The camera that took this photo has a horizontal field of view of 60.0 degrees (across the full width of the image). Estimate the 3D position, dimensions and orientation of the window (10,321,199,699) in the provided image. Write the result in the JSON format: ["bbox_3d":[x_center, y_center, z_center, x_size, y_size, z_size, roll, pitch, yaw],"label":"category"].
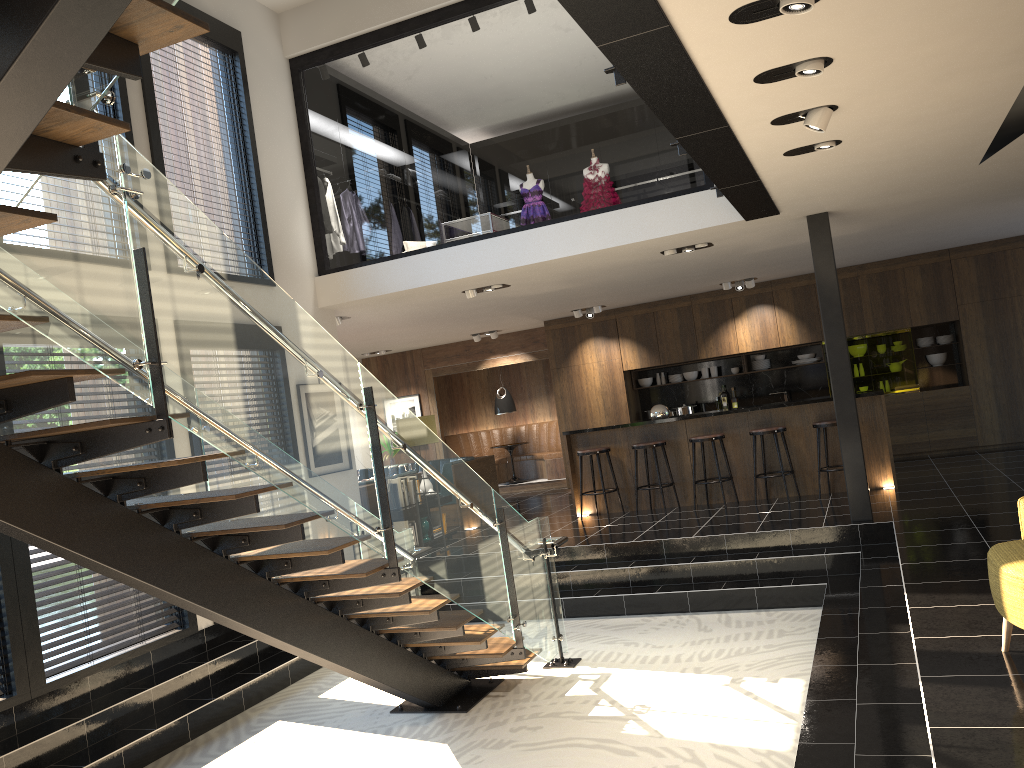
[{"bbox_3d":[-3.056,0.753,6.320,0.358,2.475,1.498,-8,-1,22],"label":"window"}]

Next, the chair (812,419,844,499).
[{"bbox_3d":[3.430,0.782,9.360,0.413,0.799,0.412,-9,-1,31],"label":"chair"}]

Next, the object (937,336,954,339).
[{"bbox_3d":[6.006,-0.629,12.297,0.220,0.033,0.220,-8,-2,5],"label":"object"}]

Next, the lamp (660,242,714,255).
[{"bbox_3d":[1.700,-1.374,8.654,0.502,0.194,0.349,-9,-2,22],"label":"lamp"}]

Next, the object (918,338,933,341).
[{"bbox_3d":[5.771,-0.603,12.392,0.221,0.033,0.220,-9,-2,32],"label":"object"}]

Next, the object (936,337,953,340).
[{"bbox_3d":[6.007,-0.619,12.297,0.220,0.033,0.220,-8,-2,5],"label":"object"}]

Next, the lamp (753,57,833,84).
[{"bbox_3d":[1.252,-1.451,3.976,0.347,0.177,0.195,-9,-2,22],"label":"lamp"}]

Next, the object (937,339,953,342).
[{"bbox_3d":[6.010,-0.596,12.296,0.220,0.033,0.220,-8,-2,5],"label":"object"}]

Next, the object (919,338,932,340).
[{"bbox_3d":[5.769,-0.616,12.392,0.221,0.033,0.220,-9,-2,32],"label":"object"}]

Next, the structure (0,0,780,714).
[{"bbox_3d":[-0.269,0.051,4.531,3.450,4.867,7.277,-9,-2,21],"label":"structure"}]

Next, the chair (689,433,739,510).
[{"bbox_3d":[2.218,0.968,9.851,0.413,0.799,0.412,-9,-1,31],"label":"chair"}]

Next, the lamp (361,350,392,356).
[{"bbox_3d":[-2.331,-0.586,15.230,0.502,0.213,0.349,-9,-2,22],"label":"lamp"}]

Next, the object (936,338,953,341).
[{"bbox_3d":[6.009,-0.607,12.296,0.220,0.033,0.220,-8,-2,5],"label":"object"}]

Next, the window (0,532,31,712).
[{"bbox_3d":[-3.611,0.786,4.932,0.358,2.475,1.498,-8,-1,22],"label":"window"}]

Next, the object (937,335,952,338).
[{"bbox_3d":[6.002,-0.652,12.297,0.220,0.033,0.220,-8,-2,5],"label":"object"}]

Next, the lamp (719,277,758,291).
[{"bbox_3d":[3.098,-1.416,12.136,0.502,0.280,0.349,-9,-2,22],"label":"lamp"}]

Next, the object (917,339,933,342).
[{"bbox_3d":[5.772,-0.594,12.391,0.221,0.033,0.220,-9,-2,32],"label":"object"}]

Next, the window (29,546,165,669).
[{"bbox_3d":[-3.118,0.762,6.354,0.005,2.296,1.312,-8,-1,22],"label":"window"}]

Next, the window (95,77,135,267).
[{"bbox_3d":[-3.432,-2.075,6.427,0.358,2.475,1.392,-8,-1,22],"label":"window"}]

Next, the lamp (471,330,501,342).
[{"bbox_3d":[-0.423,-0.846,14.458,0.502,0.280,0.349,-9,-2,22],"label":"lamp"}]

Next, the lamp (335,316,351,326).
[{"bbox_3d":[-2.123,-0.759,10.205,0.502,0.248,0.349,-9,-2,22],"label":"lamp"}]

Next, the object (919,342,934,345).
[{"bbox_3d":[5.778,-0.548,12.391,0.221,0.033,0.220,-9,-2,32],"label":"object"}]

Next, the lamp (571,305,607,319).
[{"bbox_3d":[1.117,-1.104,12.940,0.502,0.294,0.349,-9,-2,22],"label":"lamp"}]

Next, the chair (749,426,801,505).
[{"bbox_3d":[2.824,0.875,9.606,0.413,0.799,0.412,-9,-1,31],"label":"chair"}]

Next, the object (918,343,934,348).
[{"bbox_3d":[5.780,-0.536,12.390,0.221,0.033,0.220,-9,-2,32],"label":"object"}]

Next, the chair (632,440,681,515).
[{"bbox_3d":[1.612,1.061,10.097,0.413,0.799,0.412,-9,-1,31],"label":"chair"}]

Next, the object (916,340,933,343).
[{"bbox_3d":[5.774,-0.583,12.391,0.221,0.033,0.220,-9,-2,32],"label":"object"}]

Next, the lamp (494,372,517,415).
[{"bbox_3d":[-0.175,0.032,15.353,0.389,0.973,0.390,-7,-1,-25],"label":"lamp"}]

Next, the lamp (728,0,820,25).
[{"bbox_3d":[0.964,-1.434,3.256,0.347,0.177,0.195,-9,-2,22],"label":"lamp"}]

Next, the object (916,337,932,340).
[{"bbox_3d":[5.767,-0.628,12.392,0.221,0.033,0.220,-9,-2,32],"label":"object"}]

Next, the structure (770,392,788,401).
[{"bbox_3d":[3.875,0.244,12.869,0.243,0.231,0.173,-9,-1,22],"label":"structure"}]

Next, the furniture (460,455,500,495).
[{"bbox_3d":[-1.650,1.581,12.472,2.611,0.822,1.364,-9,-2,22],"label":"furniture"}]

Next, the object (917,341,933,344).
[{"bbox_3d":[5.775,-0.571,12.391,0.221,0.033,0.220,-9,-2,32],"label":"object"}]

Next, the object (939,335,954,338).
[{"bbox_3d":[6.004,-0.639,12.297,0.220,0.033,0.220,-8,-2,5],"label":"object"}]

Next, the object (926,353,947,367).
[{"bbox_3d":[5.925,-0.335,12.351,0.264,0.170,0.264,-8,-2,-4],"label":"object"}]

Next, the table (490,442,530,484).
[{"bbox_3d":[0.007,1.368,15.345,0.702,0.643,0.702,-8,-1,-4],"label":"table"}]

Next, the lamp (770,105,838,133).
[{"bbox_3d":[1.544,-1.434,4.694,0.347,0.247,0.195,-9,-1,22],"label":"lamp"}]

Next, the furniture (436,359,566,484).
[{"bbox_3d":[0.062,0.553,15.792,2.640,2.334,1.174,-9,-1,21],"label":"furniture"}]

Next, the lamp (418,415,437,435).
[{"bbox_3d":[-1.013,1.081,9.421,0.637,1.444,0.438,-7,-2,-43],"label":"lamp"}]

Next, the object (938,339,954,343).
[{"bbox_3d":[6.012,-0.584,12.296,0.220,0.033,0.220,-8,-2,5],"label":"object"}]

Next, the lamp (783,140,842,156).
[{"bbox_3d":[1.825,-1.496,5.415,0.347,0.158,0.195,-9,-2,22],"label":"lamp"}]

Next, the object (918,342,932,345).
[{"bbox_3d":[5.777,-0.560,12.391,0.221,0.033,0.220,-9,-2,32],"label":"object"}]

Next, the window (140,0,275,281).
[{"bbox_3d":[-2.844,-2.110,7.899,0.358,2.475,1.392,-8,-1,22],"label":"window"}]

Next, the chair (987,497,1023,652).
[{"bbox_3d":[2.427,0.580,3.476,1.031,1.097,0.807,-9,-1,21],"label":"chair"}]

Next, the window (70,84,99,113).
[{"bbox_3d":[-3.494,-2.065,6.461,0.005,2.296,1.220,-8,-1,22],"label":"window"}]

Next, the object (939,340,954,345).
[{"bbox_3d":[6.014,-0.571,12.296,0.220,0.033,0.220,-8,-2,5],"label":"object"}]

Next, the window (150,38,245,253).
[{"bbox_3d":[-2.906,-2.100,7.932,0.005,2.296,1.220,-8,-1,22],"label":"window"}]

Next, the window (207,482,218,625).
[{"bbox_3d":[-2.446,0.716,7.847,0.358,2.475,1.392,-8,-1,22],"label":"window"}]

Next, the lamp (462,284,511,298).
[{"bbox_3d":[-0.279,-1.051,9.457,0.502,0.231,0.349,-9,-2,22],"label":"lamp"}]

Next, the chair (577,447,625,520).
[{"bbox_3d":[1.006,1.155,10.343,0.413,0.799,0.412,-9,-1,31],"label":"chair"}]
